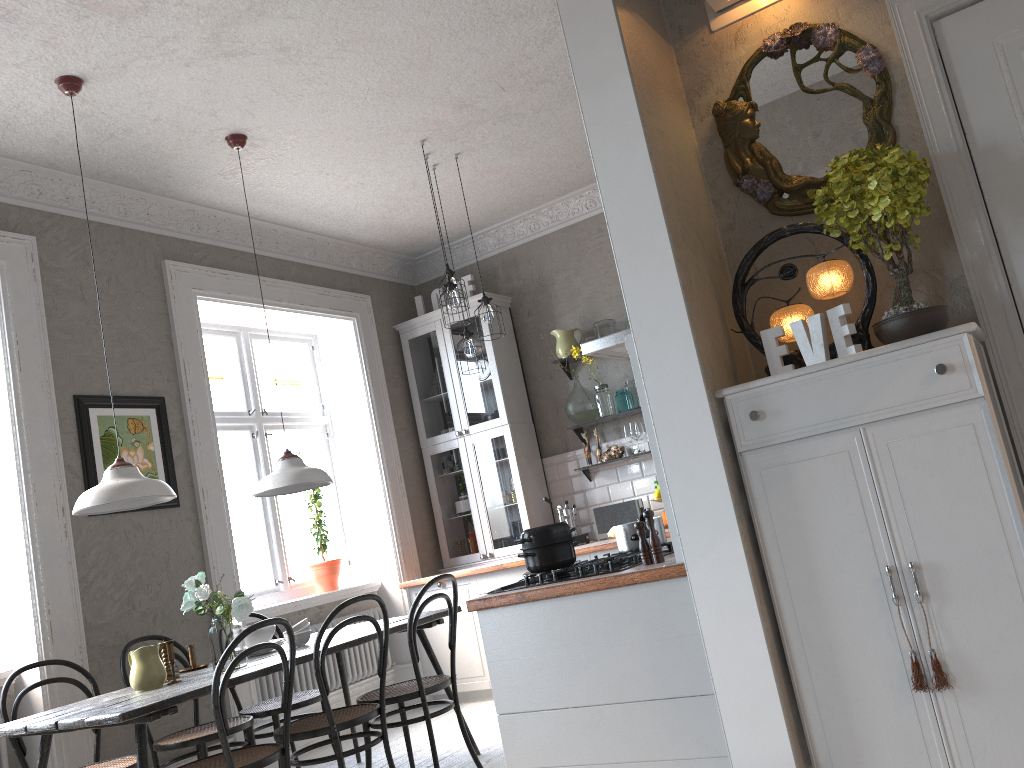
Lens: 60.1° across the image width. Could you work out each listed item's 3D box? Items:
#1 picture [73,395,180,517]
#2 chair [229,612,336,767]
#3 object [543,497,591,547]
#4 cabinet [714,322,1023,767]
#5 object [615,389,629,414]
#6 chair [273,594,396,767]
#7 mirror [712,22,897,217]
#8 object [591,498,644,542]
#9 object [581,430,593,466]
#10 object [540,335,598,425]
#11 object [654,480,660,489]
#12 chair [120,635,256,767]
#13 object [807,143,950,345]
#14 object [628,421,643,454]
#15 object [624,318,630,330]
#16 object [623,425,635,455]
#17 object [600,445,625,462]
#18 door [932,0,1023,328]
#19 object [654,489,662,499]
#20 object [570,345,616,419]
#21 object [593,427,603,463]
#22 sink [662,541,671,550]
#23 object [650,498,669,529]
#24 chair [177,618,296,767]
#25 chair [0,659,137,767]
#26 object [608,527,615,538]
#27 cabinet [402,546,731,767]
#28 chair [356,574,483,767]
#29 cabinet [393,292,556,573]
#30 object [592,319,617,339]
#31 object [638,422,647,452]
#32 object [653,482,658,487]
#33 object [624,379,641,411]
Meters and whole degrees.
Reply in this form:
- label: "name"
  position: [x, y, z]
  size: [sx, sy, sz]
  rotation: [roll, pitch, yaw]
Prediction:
- label: "picture"
  position: [-2.004, 0.362, 4.634]
  size: [0.019, 0.619, 0.531]
  rotation: [-17, -10, 30]
- label: "chair"
  position: [-1.198, 1.614, 4.533]
  size: [0.538, 0.919, 0.447]
  rotation: [-20, -12, 42]
- label: "object"
  position: [0.347, 0.944, 6.098]
  size: [0.202, 0.369, 0.360]
  rotation: [-17, -10, 30]
- label: "cabinet"
  position: [1.042, 0.567, 2.299]
  size: [0.655, 1.295, 0.391]
  rotation: [-17, -10, 29]
- label: "object"
  position: [0.789, 0.125, 6.195]
  size: [0.124, 0.172, 0.128]
  rotation: [-18, -11, 33]
- label: "chair"
  position: [-0.726, 1.365, 3.646]
  size: [0.538, 0.919, 0.447]
  rotation: [-18, -11, 37]
- label: "mirror"
  position: [0.886, -0.819, 2.711]
  size: [0.523, 0.593, 0.072]
  rotation: [-17, -10, 29]
- label: "object"
  position: [0.728, 0.917, 5.978]
  size: [0.345, 0.226, 0.090]
  rotation: [-17, -10, 29]
- label: "object"
  position: [0.534, 0.461, 6.312]
  size: [0.053, 0.264, 0.061]
  rotation: [-12, -9, 1]
- label: "object"
  position: [0.426, -0.043, 6.298]
  size: [0.335, 0.673, 0.338]
  rotation: [-11, -9, -2]
- label: "object"
  position: [1.018, 0.658, 5.744]
  size: [0.207, 0.101, 0.068]
  rotation: [-19, -11, 35]
- label: "chair"
  position: [-1.472, 1.603, 4.119]
  size: [0.540, 0.919, 0.446]
  rotation: [-16, -10, 27]
- label: "object"
  position: [1.018, -0.373, 2.370]
  size: [0.346, 0.552, 0.292]
  rotation: [-7, -10, -26]
- label: "object"
  position: [0.845, 0.367, 6.021]
  size: [0.081, 0.216, 0.083]
  rotation: [-14, -9, 16]
- label: "object"
  position: [0.858, -0.408, 6.229]
  size: [0.141, 0.220, 0.139]
  rotation: [-10, -9, -11]
- label: "object"
  position: [0.822, 0.393, 6.145]
  size: [0.081, 0.216, 0.083]
  rotation: [-14, -9, 16]
- label: "object"
  position: [0.699, 0.479, 6.166]
  size: [0.176, 0.111, 0.097]
  rotation: [-13, -9, 7]
- label: "door"
  position: [1.728, -0.077, 2.192]
  size: [0.738, 2.180, 0.081]
  rotation: [-17, -10, 28]
- label: "object"
  position: [0.952, 0.714, 5.729]
  size: [0.080, 0.069, 0.058]
  rotation: [-4, -12, -40]
- label: "object"
  position: [0.559, -0.023, 6.166]
  size: [0.189, 0.539, 0.285]
  rotation: [-15, -10, 22]
- label: "object"
  position: [0.613, 0.434, 6.248]
  size: [0.062, 0.264, 0.052]
  rotation: [-8, -10, -24]
- label: "sink"
  position: [0.721, 0.512, 3.528]
  size: [0.519, 0.719, 0.495]
  rotation: [-17, -10, 29]
- label: "object"
  position: [1.031, 0.717, 5.765]
  size: [0.348, 0.425, 0.356]
  rotation: [-14, -9, 15]
- label: "chair"
  position: [-1.008, 1.346, 3.180]
  size: [0.540, 0.919, 0.446]
  rotation: [-16, -10, 27]
- label: "chair"
  position: [-1.766, 1.584, 3.635]
  size: [0.538, 0.919, 0.447]
  rotation: [-18, -11, 37]
- label: "object"
  position: [0.714, 0.955, 5.746]
  size: [0.193, 0.083, 0.193]
  rotation: [-17, -11, 30]
- label: "cabinet"
  position: [0.630, 1.248, 4.498]
  size: [2.007, 0.853, 4.159]
  rotation: [-10, -10, -13]
- label: "chair"
  position: [-0.453, 1.376, 4.057]
  size: [0.540, 0.919, 0.446]
  rotation: [-16, -10, 27]
- label: "cabinet"
  position: [-0.261, 0.382, 6.605]
  size: [0.864, 1.918, 0.395]
  rotation: [-17, -10, 29]
- label: "object"
  position: [0.664, -0.348, 6.230]
  size: [0.174, 0.184, 0.170]
  rotation: [-8, -10, -21]
- label: "object"
  position: [0.891, 0.371, 6.100]
  size: [0.081, 0.216, 0.083]
  rotation: [-14, -9, 16]
- label: "object"
  position: [0.962, 0.654, 5.783]
  size: [0.072, 0.058, 0.051]
  rotation: [-13, -9, 6]
- label: "object"
  position: [0.840, 0.075, 6.062]
  size: [0.127, 0.206, 0.122]
  rotation: [-5, -11, -37]
